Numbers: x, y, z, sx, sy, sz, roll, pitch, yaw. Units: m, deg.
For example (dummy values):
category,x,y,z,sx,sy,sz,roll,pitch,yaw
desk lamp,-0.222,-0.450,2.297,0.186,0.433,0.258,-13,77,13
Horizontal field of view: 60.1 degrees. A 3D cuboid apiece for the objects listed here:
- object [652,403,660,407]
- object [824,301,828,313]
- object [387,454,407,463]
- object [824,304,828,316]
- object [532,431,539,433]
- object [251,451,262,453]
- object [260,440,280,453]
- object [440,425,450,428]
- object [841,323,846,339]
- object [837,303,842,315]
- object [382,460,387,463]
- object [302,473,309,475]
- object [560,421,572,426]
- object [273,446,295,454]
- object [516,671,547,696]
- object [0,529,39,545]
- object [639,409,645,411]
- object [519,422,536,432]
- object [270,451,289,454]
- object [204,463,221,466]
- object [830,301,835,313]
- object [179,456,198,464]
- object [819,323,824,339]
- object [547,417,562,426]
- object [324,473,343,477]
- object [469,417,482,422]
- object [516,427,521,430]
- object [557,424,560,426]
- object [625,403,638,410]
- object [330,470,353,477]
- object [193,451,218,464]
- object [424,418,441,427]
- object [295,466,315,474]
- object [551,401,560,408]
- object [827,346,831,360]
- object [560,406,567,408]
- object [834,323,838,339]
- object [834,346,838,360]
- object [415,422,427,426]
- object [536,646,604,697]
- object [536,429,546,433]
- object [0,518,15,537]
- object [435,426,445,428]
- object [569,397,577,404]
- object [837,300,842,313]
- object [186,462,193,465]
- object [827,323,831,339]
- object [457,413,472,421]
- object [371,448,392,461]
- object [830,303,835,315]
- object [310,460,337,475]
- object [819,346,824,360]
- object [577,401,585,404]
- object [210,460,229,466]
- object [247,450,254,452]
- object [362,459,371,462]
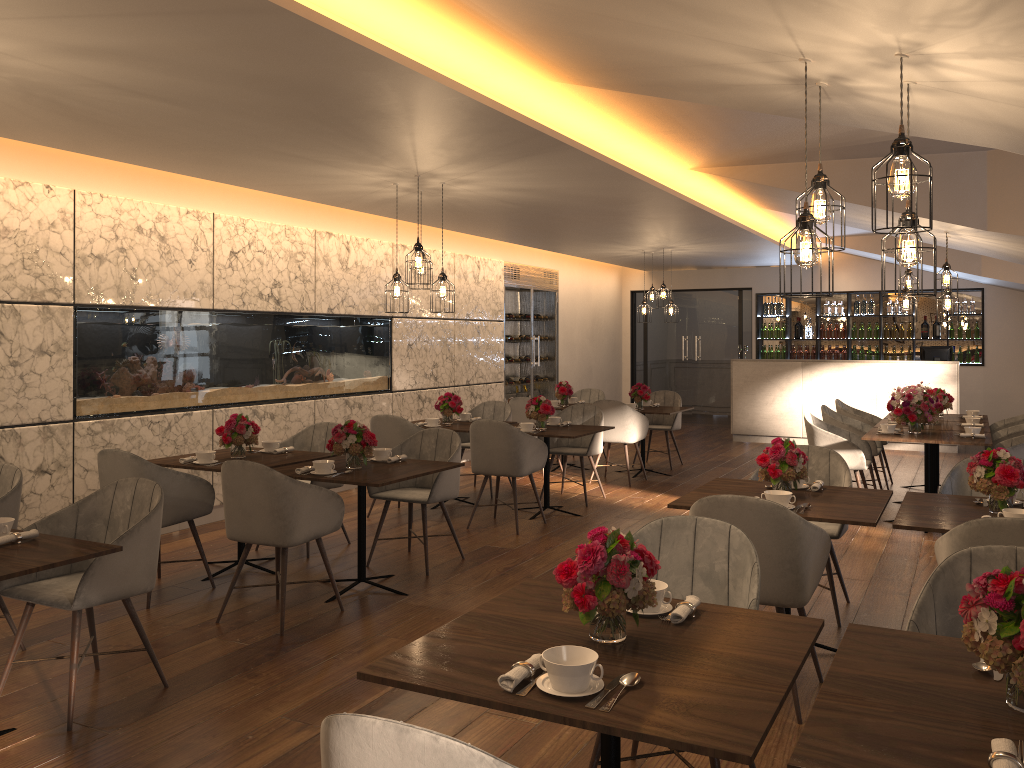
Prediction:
category,x,y,z,sx,sy,sz,roll,pitch,yaw
object,1.629,0.239,10.013,0.056,0.039,0.176,1,3,28
object,4.980,-1.216,14.035,0.069,0.208,0.040,0,0,27
object,-0.716,0.465,5.516,0.056,0.039,0.176,1,3,28
object,4.980,-1.180,14.035,0.070,0.190,0.041,0,0,27
object,0.204,0.394,7.281,0.022,0.004,0.211,1,3,27
object,-1.713,0.458,6.006,0.022,0.004,0.211,1,3,27
object,-1.632,0.424,5.993,0.148,0.072,0.148,0,2,5
object,-0.582,0.368,7.684,0.043,0.015,0.197,1,3,24
object,5.220,-0.840,13.942,0.065,0.261,0.066,0,0,6
object,5.158,-1.175,13.942,0.070,0.190,0.041,0,0,27
object,-0.751,0.472,5.523,0.025,0.024,0.193,1,3,28
object,-1.133,0.496,5.057,0.025,0.024,0.193,1,3,28
object,0.474,0.350,7.798,0.056,0.039,0.176,1,3,28
object,-1.531,0.444,5.941,0.056,0.039,0.176,1,3,28
object,0.061,0.651,1.980,0.025,0.024,0.193,1,3,28
object,-1.862,0.576,3.317,0.056,0.039,0.176,1,3,28
object,1.388,0.278,9.474,0.043,0.015,0.197,1,3,24
object,0.123,0.359,7.294,0.148,0.072,0.148,-1,2,-20
object,-1.566,0.451,5.948,0.025,0.024,0.193,1,3,28
object,-1.800,0.488,5.424,0.022,0.004,0.211,1,3,27
object,5.069,-1.214,13.988,0.069,0.208,0.040,0,0,27
object,-1.983,0.467,5.489,0.056,0.039,0.176,1,3,28
object,4.926,-0.848,14.095,0.065,0.261,0.066,0,0,6
object,0.373,0.331,7.850,0.148,0.072,0.148,-1,2,-20
object,-0.986,0.509,4.999,0.022,0.004,0.211,1,3,27
object,-0.341,0.329,8.223,0.056,0.039,0.176,1,3,28
object,0.022,0.373,7.346,0.056,0.039,0.176,1,3,28
object,0.439,0.357,7.805,0.025,0.024,0.193,1,3,28
object,1.278,0.247,9.510,0.148,0.072,0.148,-1,2,-20
object,-0.958,0.504,4.977,0.043,0.015,0.197,1,3,24
object,-1.882,0.452,5.437,0.148,0.072,0.148,0,2,5
object,-0.692,0.337,7.719,0.148,0.072,0.148,-1,2,-20
object,-1.168,0.488,5.064,0.056,0.039,0.176,1,3,28
object,0.464,0.226,9.934,0.148,0.072,0.148,-1,2,-20
object,5.024,-0.483,14.041,0.065,0.261,0.066,0,0,6
object,0.566,0.256,9.903,0.043,0.015,0.197,2,3,31
object,5.122,-0.843,13.993,0.065,0.261,0.066,0,0,6
object,5.122,-0.480,13.990,0.065,0.261,0.066,0,0,6
object,-0.793,0.352,7.771,0.056,0.039,0.176,1,3,28
object,0.127,0.629,1.935,0.148,0.072,0.148,0,2,-5
object,0.232,0.389,7.259,0.043,0.015,0.197,1,3,24
object,-1.964,0.557,3.370,0.148,0.072,0.148,0,2,5
object,-0.610,0.373,7.706,0.022,0.004,0.211,1,3,27
object,0.713,0.198,10.491,0.148,0.072,0.148,-2,3,-40
object,5.158,-1.211,13.942,0.069,0.208,0.040,0,0,27
object,-1.948,0.474,5.482,0.025,0.024,0.193,1,3,28
object,5.024,-0.845,14.044,0.065,0.261,0.066,0,0,6
object,-0.442,0.309,8.275,0.148,0.072,0.148,-1,2,-20
object,-0.817,0.446,5.568,0.148,0.072,0.148,0,2,5
object,5.069,-1.177,13.988,0.070,0.190,0.041,0,0,27
object,-1.067,0.474,5.012,0.148,0.072,0.148,0,2,5
object,4.926,-0.485,14.092,0.065,0.261,0.066,0,0,6
object,0.814,0.217,10.438,0.056,0.039,0.176,1,3,28
object,-1.779,0.483,5.405,0.043,0.015,0.197,2,3,31
object,-1.741,0.451,6.028,0.043,0.015,0.197,1,3,24
object,-0.899,0.480,5.581,0.022,0.004,0.211,1,3,27
